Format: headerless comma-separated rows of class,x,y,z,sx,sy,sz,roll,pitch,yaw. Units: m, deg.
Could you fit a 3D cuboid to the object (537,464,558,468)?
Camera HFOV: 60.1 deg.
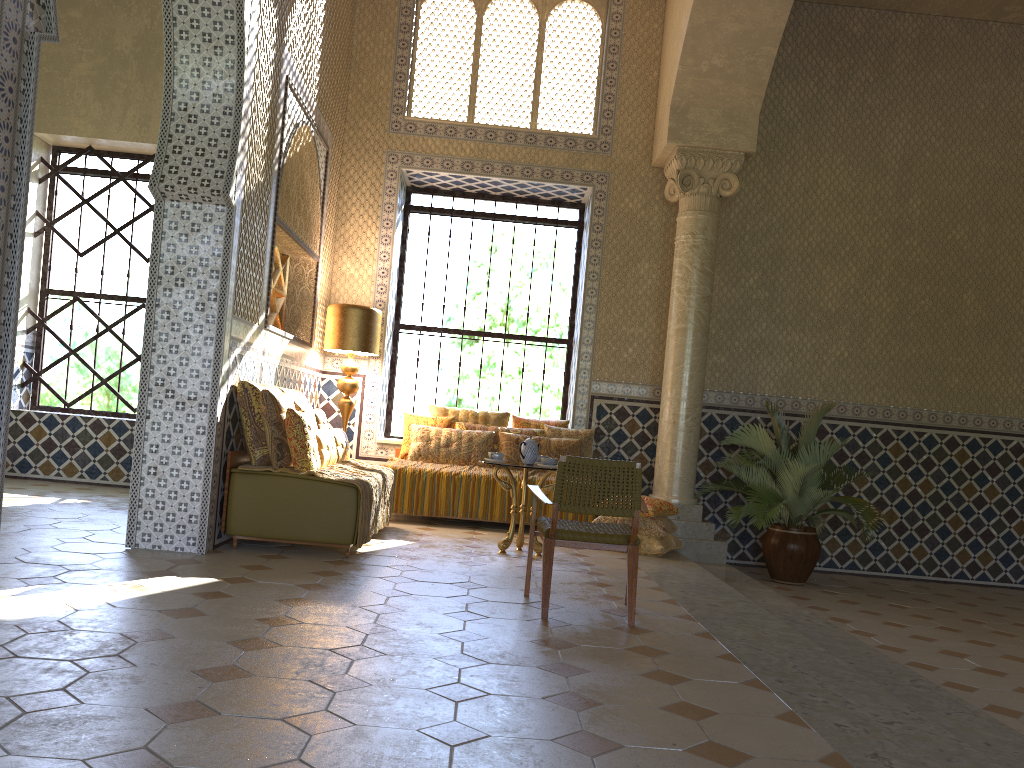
object,0.394,0.880,9.478,0.256,0.032,0.256,5,-3,-5

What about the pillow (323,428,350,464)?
pillow,-2.075,0.750,10.416,0.271,0.450,0.983,5,-2,-2

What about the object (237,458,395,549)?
object,-2.029,1.210,9.658,1.314,0.718,2.888,5,-3,-1

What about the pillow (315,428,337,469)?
pillow,-2.047,0.708,9.480,0.271,0.450,0.983,5,-2,-2

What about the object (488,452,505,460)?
object,-0.174,0.804,9.743,0.184,0.100,0.183,6,-2,-20

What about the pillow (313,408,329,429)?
pillow,-2.270,0.603,10.361,0.313,0.638,0.682,5,-1,-1

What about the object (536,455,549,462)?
object,0.331,0.866,10.111,0.184,0.100,0.183,6,-2,-13

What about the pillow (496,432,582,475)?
pillow,0.378,0.988,12.306,1.191,0.547,0.329,5,0,-2

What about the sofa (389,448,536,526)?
sofa,-0.309,1.497,12.264,2.850,0.938,1.274,5,-2,-2

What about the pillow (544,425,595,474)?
pillow,0.797,0.951,12.557,0.741,0.693,0.340,5,0,-1

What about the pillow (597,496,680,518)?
pillow,1.568,1.536,10.983,0.802,0.310,0.750,4,-3,32

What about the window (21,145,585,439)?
window,-3.225,-1.241,13.495,8.487,3.992,0.573,5,0,-6

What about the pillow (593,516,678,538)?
pillow,1.533,1.743,10.992,0.930,0.347,0.882,4,-2,19

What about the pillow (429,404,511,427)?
pillow,-0.643,0.754,12.730,1.192,0.832,0.422,5,0,-2

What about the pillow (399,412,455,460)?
pillow,-1.202,0.770,12.495,0.741,0.693,0.340,5,0,-1

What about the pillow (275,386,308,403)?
pillow,-2.533,0.466,10.225,0.422,0.832,1.193,5,-2,-2

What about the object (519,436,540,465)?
object,0.192,0.731,9.792,0.273,0.324,0.199,5,0,-12

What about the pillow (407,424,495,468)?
pillow,-0.842,0.877,12.268,1.191,0.547,0.329,5,0,-2

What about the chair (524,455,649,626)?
chair,0.587,1.168,6.948,0.950,1.209,0.907,5,-1,-2

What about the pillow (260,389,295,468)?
pillow,-2.294,0.462,8.813,0.383,0.780,0.834,5,-1,-1

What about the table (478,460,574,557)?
table,0.132,1.377,9.757,1.098,0.981,1.103,4,-1,28

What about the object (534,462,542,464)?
object,0.327,0.904,10.112,0.256,0.032,0.255,6,-3,-23

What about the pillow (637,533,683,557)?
pillow,1.534,1.946,11.004,0.989,0.368,1.045,4,-3,23

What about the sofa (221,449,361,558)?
sofa,-2.091,1.214,9.669,1.273,0.937,2.852,5,-2,-2

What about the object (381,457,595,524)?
object,-0.346,1.482,12.200,2.886,0.718,1.315,5,-2,-2

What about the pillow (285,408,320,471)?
pillow,-2.038,0.573,8.678,0.345,0.651,0.685,5,-1,-2

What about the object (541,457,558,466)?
object,0.398,0.842,9.478,0.183,0.100,0.184,5,-2,-5

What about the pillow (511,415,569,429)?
pillow,0.384,0.879,12.820,0.855,0.801,0.393,5,0,-1

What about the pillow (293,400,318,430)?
pillow,-2.243,0.537,9.559,0.340,0.693,0.741,5,-1,-1

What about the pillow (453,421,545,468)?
pillow,-0.200,0.890,12.506,1.341,0.615,0.370,5,0,-2

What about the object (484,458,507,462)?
object,-0.178,0.841,9.744,0.256,0.032,0.255,6,-3,-23

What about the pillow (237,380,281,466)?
pillow,-2.497,0.412,9.030,0.422,0.832,1.193,5,-2,-2

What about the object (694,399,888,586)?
object,3.899,1.423,11.805,2.645,2.502,2.162,5,-1,-15

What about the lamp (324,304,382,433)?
lamp,-2.264,0.354,12.093,0.738,2.814,0.735,5,0,-33
